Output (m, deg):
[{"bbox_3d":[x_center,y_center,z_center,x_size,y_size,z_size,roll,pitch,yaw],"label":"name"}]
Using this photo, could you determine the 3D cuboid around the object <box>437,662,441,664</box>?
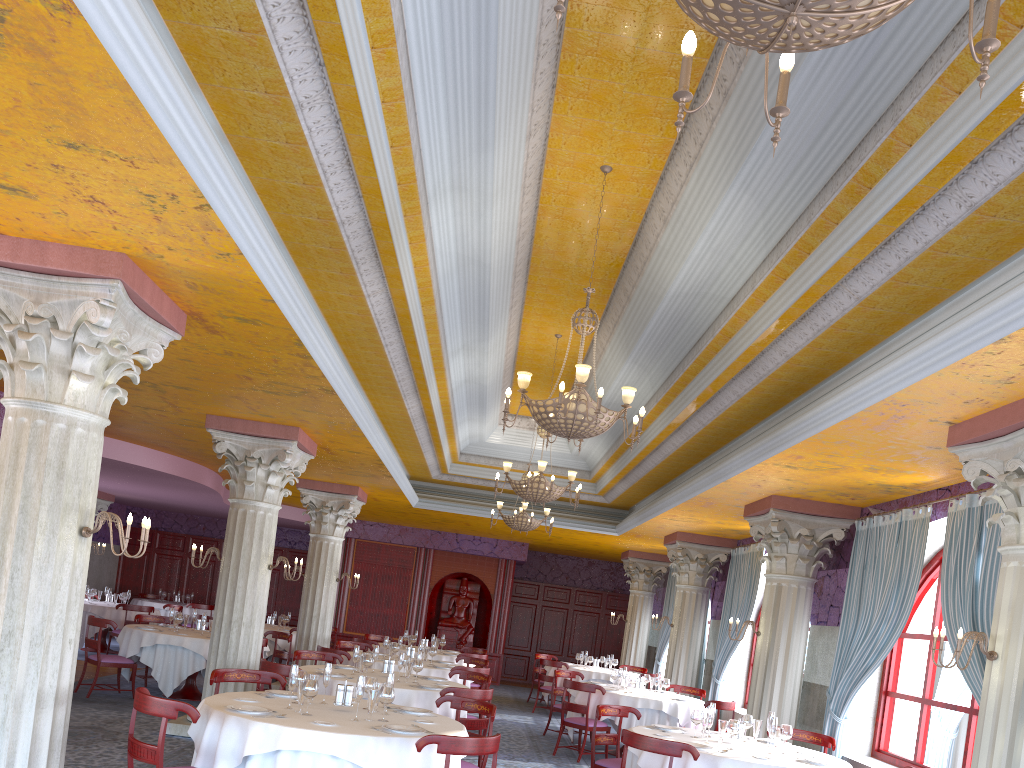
[{"bbox_3d":[-1.153,4.301,13.222,0.030,0.010,0.138,20,-19,-41],"label":"object"}]

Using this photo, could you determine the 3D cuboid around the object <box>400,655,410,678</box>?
[{"bbox_3d":[-1.269,3.339,10.134,0.121,0.262,0.124,7,-3,13],"label":"object"}]

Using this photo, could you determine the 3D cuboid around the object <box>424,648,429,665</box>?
[{"bbox_3d":[-1.270,4.005,12.593,0.085,0.235,0.087,7,-2,24],"label":"object"}]

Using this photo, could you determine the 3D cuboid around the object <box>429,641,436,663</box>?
[{"bbox_3d":[-1.206,4.078,13.019,0.075,0.333,0.073,8,-1,-32],"label":"object"}]

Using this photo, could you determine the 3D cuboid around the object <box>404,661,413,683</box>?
[{"bbox_3d":[-1.157,3.208,9.534,0.087,0.235,0.085,8,-2,-21],"label":"object"}]

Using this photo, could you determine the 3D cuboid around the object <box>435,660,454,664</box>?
[{"bbox_3d":[-1.043,4.354,13.391,0.310,0.024,0.326,0,-17,28],"label":"object"}]

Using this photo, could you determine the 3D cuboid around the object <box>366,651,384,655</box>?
[{"bbox_3d":[-2.116,4.197,13.345,0.318,0.024,0.318,13,-16,-20],"label":"object"}]

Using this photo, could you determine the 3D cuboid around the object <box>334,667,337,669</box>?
[{"bbox_3d":[-2.119,3.339,10.109,0.056,0.019,0.257,19,-18,-40],"label":"object"}]

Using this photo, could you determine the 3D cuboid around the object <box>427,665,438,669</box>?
[{"bbox_3d":[-1.137,4.028,12.188,0.231,0.013,0.028,-6,-18,43],"label":"object"}]

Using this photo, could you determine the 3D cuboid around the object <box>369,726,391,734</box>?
[{"bbox_3d":[-0.905,2.394,5.921,0.231,0.013,0.028,-6,-18,43],"label":"object"}]

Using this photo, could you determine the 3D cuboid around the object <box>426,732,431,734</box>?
[{"bbox_3d":[-0.675,2.502,6.189,0.252,0.003,0.023,-6,-20,42],"label":"object"}]

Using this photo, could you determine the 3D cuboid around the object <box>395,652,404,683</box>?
[{"bbox_3d":[-1.232,3.122,9.434,0.073,0.333,0.075,7,-1,35],"label":"object"}]

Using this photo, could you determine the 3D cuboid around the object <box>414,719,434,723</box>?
[{"bbox_3d":[-0.683,2.616,6.634,0.159,0.009,0.164,8,-15,-1],"label":"object"}]

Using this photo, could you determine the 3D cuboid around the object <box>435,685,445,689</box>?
[{"bbox_3d":[-0.769,3.340,9.427,0.056,0.019,0.257,19,-18,-40],"label":"object"}]

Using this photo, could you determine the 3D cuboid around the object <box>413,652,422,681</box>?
[{"bbox_3d":[-1.093,3.281,9.961,0.073,0.333,0.075,7,-1,35],"label":"object"}]

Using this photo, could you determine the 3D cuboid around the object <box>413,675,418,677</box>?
[{"bbox_3d":[-1.105,3.566,10.449,0.265,0.019,0.054,21,-18,-41],"label":"object"}]

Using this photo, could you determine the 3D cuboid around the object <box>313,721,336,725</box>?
[{"bbox_3d":[-1.292,2.339,5.903,0.159,0.009,0.164,8,-15,-1],"label":"object"}]

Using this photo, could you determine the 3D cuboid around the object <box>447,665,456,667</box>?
[{"bbox_3d":[-0.914,4.249,12.901,0.158,0.009,0.164,-4,-19,37],"label":"object"}]

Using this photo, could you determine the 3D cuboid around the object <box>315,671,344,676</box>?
[{"bbox_3d":[-1.957,3.118,9.203,0.313,0.024,0.323,8,-15,-1],"label":"object"}]

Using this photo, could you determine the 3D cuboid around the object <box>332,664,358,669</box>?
[{"bbox_3d":[-2.003,3.399,10.286,0.313,0.024,0.323,8,-15,-1],"label":"object"}]

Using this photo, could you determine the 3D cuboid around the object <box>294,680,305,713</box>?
[{"bbox_3d":[-1.542,2.293,6.285,0.086,0.235,0.086,8,-2,1],"label":"object"}]

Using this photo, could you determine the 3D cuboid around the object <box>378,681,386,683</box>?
[{"bbox_3d":[-1.411,3.175,9.111,0.157,0.009,0.165,3,-15,18],"label":"object"}]

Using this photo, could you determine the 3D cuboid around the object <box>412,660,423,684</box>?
[{"bbox_3d":[-1.065,3.227,9.608,0.121,0.262,0.124,7,-3,13],"label":"object"}]

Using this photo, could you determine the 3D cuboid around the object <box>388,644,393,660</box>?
[{"bbox_3d":[-1.774,3.926,12.552,0.085,0.235,0.087,7,-2,24],"label":"object"}]

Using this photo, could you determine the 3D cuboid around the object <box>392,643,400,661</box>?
[{"bbox_3d":[-1.699,3.899,12.460,0.123,0.262,0.123,8,-3,-10],"label":"object"}]

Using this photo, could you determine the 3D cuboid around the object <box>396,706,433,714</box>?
[{"bbox_3d":[-0.811,2.721,7.124,0.318,0.024,0.318,13,-16,-20],"label":"object"}]

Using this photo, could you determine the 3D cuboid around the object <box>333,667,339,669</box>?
[{"bbox_3d":[-2.096,3.359,10.139,0.252,0.003,0.023,-6,-20,42],"label":"object"}]

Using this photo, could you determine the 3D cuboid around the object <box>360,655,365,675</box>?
[{"bbox_3d":[-1.660,3.129,9.493,0.085,0.235,0.087,7,-2,24],"label":"object"}]

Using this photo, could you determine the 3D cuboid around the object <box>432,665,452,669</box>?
[{"bbox_3d":[-0.997,4.073,12.308,0.313,0.024,0.323,8,-15,-1],"label":"object"}]

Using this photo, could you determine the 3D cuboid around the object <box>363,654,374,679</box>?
[{"bbox_3d":[-1.586,3.101,9.401,0.123,0.262,0.123,8,-3,-10],"label":"object"}]

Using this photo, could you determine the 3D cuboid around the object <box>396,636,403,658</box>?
[{"bbox_3d":[-1.727,4.045,13.159,0.073,0.333,0.075,7,-1,35],"label":"object"}]

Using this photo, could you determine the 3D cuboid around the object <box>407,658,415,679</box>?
[{"bbox_3d":[-1.198,3.337,10.042,0.087,0.235,0.084,9,-2,-44],"label":"object"}]

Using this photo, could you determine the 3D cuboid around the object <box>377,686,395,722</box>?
[{"bbox_3d":[-0.946,2.390,6.399,0.123,0.262,0.123,8,-3,-10],"label":"object"}]

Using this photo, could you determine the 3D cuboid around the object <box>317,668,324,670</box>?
[{"bbox_3d":[-2.136,3.240,9.726,0.157,0.009,0.165,3,-15,18],"label":"object"}]

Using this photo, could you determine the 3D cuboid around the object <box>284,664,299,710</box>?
[{"bbox_3d":[-1.634,2.253,6.366,0.074,0.333,0.074,8,-1,-10],"label":"object"}]

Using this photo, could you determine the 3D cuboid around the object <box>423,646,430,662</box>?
[{"bbox_3d":[-1.311,4.135,13.101,0.086,0.235,0.086,8,-2,1],"label":"object"}]

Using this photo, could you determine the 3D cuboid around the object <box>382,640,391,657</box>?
[{"bbox_3d":[-1.903,4.011,12.986,0.125,0.262,0.121,9,-3,-32],"label":"object"}]

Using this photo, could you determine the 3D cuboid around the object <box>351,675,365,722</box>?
[{"bbox_3d":[-1.113,2.286,6.226,0.074,0.333,0.074,8,-1,-10],"label":"object"}]

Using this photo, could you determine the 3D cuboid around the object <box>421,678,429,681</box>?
[{"bbox_3d":[-1.040,3.504,10.164,0.030,0.010,0.138,20,-19,-41],"label":"object"}]

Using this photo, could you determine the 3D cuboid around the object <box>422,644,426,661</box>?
[{"bbox_3d":[-1.382,4.136,13.192,0.121,0.262,0.124,7,-3,13],"label":"object"}]

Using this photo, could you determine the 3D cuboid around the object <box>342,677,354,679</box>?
[{"bbox_3d":[-1.782,3.113,9.087,0.265,0.019,0.054,21,-18,-41],"label":"object"}]

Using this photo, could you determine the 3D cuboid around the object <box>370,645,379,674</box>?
[{"bbox_3d":[-1.614,3.248,10.100,0.073,0.333,0.075,7,-1,35],"label":"object"}]

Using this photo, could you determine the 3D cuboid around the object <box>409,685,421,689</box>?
[{"bbox_3d":[-1.024,3.231,9.130,0.231,0.013,0.028,-6,-18,43],"label":"object"}]

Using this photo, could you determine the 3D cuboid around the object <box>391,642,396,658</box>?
[{"bbox_3d":[-1.814,4.055,13.059,0.086,0.235,0.086,8,-2,1],"label":"object"}]

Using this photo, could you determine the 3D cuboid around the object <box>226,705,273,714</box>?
[{"bbox_3d":[-1.839,2.282,5.995,0.310,0.024,0.326,3,-15,18],"label":"object"}]

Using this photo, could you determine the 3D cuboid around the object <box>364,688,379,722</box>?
[{"bbox_3d":[-1.039,2.372,6.326,0.085,0.235,0.087,7,-2,24],"label":"object"}]

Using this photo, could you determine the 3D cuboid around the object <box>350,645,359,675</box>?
[{"bbox_3d":[-1.753,3.089,9.574,0.073,0.333,0.075,7,-1,35],"label":"object"}]

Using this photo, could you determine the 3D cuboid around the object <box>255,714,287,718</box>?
[{"bbox_3d":[-1.663,2.277,5.878,0.265,0.019,0.054,21,-18,-41],"label":"object"}]

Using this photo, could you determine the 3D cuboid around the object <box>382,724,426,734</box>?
[{"bbox_3d":[-0.765,2.439,6.041,0.310,0.024,0.326,3,-15,18],"label":"object"}]

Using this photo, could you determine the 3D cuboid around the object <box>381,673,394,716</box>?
[{"bbox_3d":[-0.974,2.445,6.752,0.074,0.333,0.074,8,-1,-10],"label":"object"}]

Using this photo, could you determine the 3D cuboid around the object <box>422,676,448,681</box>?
[{"bbox_3d":[-0.929,3.557,10.333,0.313,0.024,0.323,8,-15,-1],"label":"object"}]

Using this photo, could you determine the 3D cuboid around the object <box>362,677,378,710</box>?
[{"bbox_3d":[-1.150,2.502,6.925,0.121,0.262,0.125,6,-3,35],"label":"object"}]

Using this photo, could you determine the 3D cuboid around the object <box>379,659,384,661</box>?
[{"bbox_3d":[-1.895,3.910,12.145,0.265,0.019,0.054,21,-18,-41],"label":"object"}]

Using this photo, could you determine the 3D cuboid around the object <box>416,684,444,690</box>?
[{"bbox_3d":[-0.884,3.275,9.250,0.313,0.024,0.323,8,-15,-1],"label":"object"}]

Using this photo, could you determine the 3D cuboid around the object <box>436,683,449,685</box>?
[{"bbox_3d":[-0.801,3.452,9.843,0.161,0.009,0.161,13,-16,-20],"label":"object"}]

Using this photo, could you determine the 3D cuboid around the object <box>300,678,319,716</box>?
[{"bbox_3d":[-1.467,2.265,6.193,0.121,0.262,0.124,7,-3,13],"label":"object"}]

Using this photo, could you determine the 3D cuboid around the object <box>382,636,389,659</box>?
[{"bbox_3d":[-1.866,3.886,12.633,0.074,0.333,0.074,8,-1,-10],"label":"object"}]

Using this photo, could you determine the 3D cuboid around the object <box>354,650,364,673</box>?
[{"bbox_3d":[-1.790,3.213,9.927,0.121,0.262,0.124,7,-3,13],"label":"object"}]

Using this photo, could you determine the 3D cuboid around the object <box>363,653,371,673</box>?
[{"bbox_3d":[-1.701,3.258,10.001,0.086,0.235,0.086,8,-2,1],"label":"object"}]

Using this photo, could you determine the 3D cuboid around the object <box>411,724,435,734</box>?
[{"bbox_3d":[-0.650,2.504,6.219,0.056,0.019,0.257,19,-18,-40],"label":"object"}]
